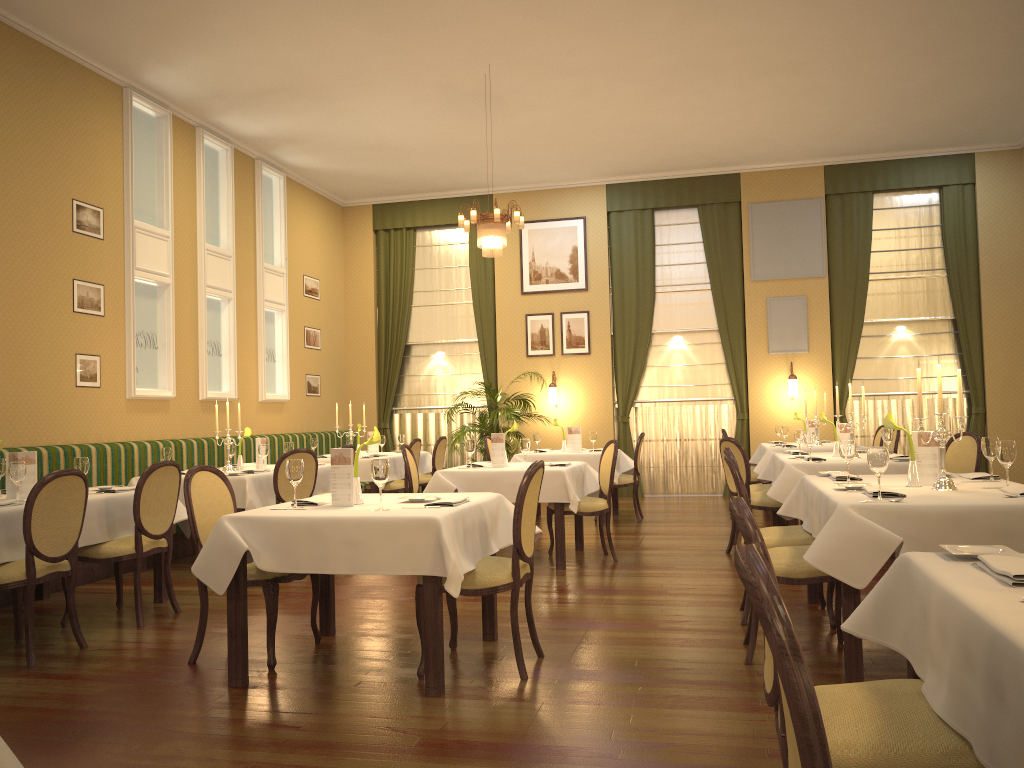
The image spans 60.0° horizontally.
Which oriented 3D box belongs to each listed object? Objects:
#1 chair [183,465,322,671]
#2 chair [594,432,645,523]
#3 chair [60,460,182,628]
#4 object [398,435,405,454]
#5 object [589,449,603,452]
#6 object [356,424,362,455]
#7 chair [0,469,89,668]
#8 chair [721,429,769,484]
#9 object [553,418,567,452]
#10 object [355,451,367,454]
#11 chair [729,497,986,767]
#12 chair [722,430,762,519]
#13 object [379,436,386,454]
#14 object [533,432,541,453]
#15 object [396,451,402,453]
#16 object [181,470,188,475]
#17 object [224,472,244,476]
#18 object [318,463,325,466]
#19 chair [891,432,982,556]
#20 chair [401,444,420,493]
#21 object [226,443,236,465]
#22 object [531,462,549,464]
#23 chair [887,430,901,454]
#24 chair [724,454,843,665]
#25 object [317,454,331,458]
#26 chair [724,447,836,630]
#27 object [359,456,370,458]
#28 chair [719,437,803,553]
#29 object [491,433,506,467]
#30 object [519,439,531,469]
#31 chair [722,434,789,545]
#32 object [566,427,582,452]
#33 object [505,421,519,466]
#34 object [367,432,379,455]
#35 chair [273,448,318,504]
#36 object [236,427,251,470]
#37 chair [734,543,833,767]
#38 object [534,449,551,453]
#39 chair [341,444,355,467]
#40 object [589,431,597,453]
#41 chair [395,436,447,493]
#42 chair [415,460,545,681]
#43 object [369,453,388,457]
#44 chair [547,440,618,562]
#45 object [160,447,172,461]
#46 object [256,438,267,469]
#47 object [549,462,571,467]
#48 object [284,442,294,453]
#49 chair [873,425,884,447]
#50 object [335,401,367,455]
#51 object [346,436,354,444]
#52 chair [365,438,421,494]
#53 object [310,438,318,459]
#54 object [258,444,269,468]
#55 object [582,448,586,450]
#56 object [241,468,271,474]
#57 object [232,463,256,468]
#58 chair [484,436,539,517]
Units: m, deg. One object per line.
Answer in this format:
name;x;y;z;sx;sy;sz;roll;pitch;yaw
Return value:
chair;-1.321;0.885;4.478;0.571;0.955;0.530;-2;-2;13
chair;1.183;1.015;9.732;0.571;0.955;0.530;-2;-2;13
chair;-2.331;0.946;5.374;0.571;0.955;0.530;-2;-2;13
object;-1.314;0.719;10.579;0.088;0.229;0.088;0;-2;-29
object;0.940;0.736;9.860;0.142;0.024;0.273;-2;-2;13
object;-1.808;0.655;10.483;0.076;0.375;0.163;-2;-2;0
chair;-2.523;0.920;4.560;0.571;0.955;0.530;-2;-2;13
chair;2.783;0.999;10.471;0.571;0.955;0.530;-2;-2;13
object;0.542;0.571;9.913;0.163;0.375;0.076;-3;-3;35
object;-1.913;0.851;10.997;0.142;0.033;0.273;-2;-2;13
chair;0.804;0.735;2.021;0.571;0.955;0.530;-2;-2;13
chair;2.607;0.976;9.719;0.571;0.955;0.530;-2;-2;13
object;-1.488;0.707;10.135;0.088;0.229;0.088;0;-2;-29
object;0.281;0.646;9.780;0.088;0.229;0.088;0;-2;-29
object;-1.400;0.840;10.999;0.160;0.024;0.160;-2;-2;13
object;-2.713;0.738;7.418;0.142;0.033;0.273;-2;-2;13
object;-2.200;0.712;7.004;0.160;0.024;0.160;-2;-2;13
object;-1.855;0.750;8.226;0.142;0.024;0.273;-2;-2;13
chair;3.218;0.846;6.691;0.571;0.955;0.530;-1;-2;-7
chair;-0.629;0.978;7.447;0.571;0.955;0.530;-2;-2;3
object;-2.589;0.663;8.177;0.088;0.229;0.088;0;-3;-35
object;0.228;0.657;7.295;0.160;0.024;0.160;-2;-2;13
chair;3.788;0.929;9.320;0.571;0.955;0.530;-2;-2;13
chair;1.316;0.804;4.207;0.571;0.955;0.530;-2;-2;13
object;-2.098;0.820;10.045;0.142;0.033;0.273;-2;-2;13
chair;1.492;0.827;4.959;0.571;0.955;0.530;-2;-2;13
object;-1.585;0.794;9.631;0.160;0.024;0.160;-2;-2;13
chair;1.993;0.896;7.140;0.571;0.955;0.530;-1;-2;-12
object;-0.132;0.538;7.192;0.081;0.277;0.166;0;-2;-30
object;0.104;0.544;6.930;0.088;0.229;0.088;0;-3;-35
chair;2.174;0.918;7.870;0.571;0.955;0.530;-2;-2;13
object;0.671;0.611;9.732;0.166;0.277;0.081;-2;-2;20
object;-0.024;0.487;7.281;0.163;0.375;0.076;-1;-2;-10
object;-1.674;0.704;10.525;0.166;0.277;0.081;-3;-2;30
chair;-1.894;1.003;7.218;0.571;0.955;0.530;-3;-3;38
object;-2.367;0.570;7.807;0.163;0.375;0.076;-3;-3;35
chair;0.628;0.712;1.269;0.571;0.955;0.530;-2;-2;13
object;0.342;0.752;9.973;0.142;0.033;0.273;-2;-2;13
chair;-1.713;1.028;8.012;0.571;0.955;0.530;-2;-2;13
object;0.870;0.620;9.509;0.088;0.229;0.088;0;-2;-29
chair;-1.068;1.109;10.631;0.571;0.955;0.530;-2;-2;13
chair;-0.124;0.840;4.147;0.571;0.955;0.530;-2;-2;13
object;-1.507;0.801;9.942;0.142;0.033;0.273;-2;-2;13
chair;0.577;0.933;7.136;0.571;0.955;0.530;-1;-2;-7
object;-2.817;0.633;7.223;0.088;0.229;0.088;0;-2;-29
object;-2.254;0.625;7.995;0.081;0.277;0.166;-1;-2;-25
object;0.388;0.649;7.149;0.142;0.024;0.273;-2;-2;13
object;-2.004;0.639;7.974;0.088;0.229;0.088;0;-2;-29
chair;3.980;0.955;10.140;0.571;0.955;0.530;-2;-2;13
object;-1.846;0.508;10.158;0.390;0.655;0.131;-2;-2;19
object;-1.974;0.745;10.804;0.088;0.229;0.088;0;-2;-29
chair;-1.292;1.084;9.819;0.571;0.955;0.530;-2;-2;13
object;-2.202;0.715;9.851;0.088;0.229;0.088;0;-2;-29
object;-2.103;0.625;7.508;0.088;0.229;0.088;0;-2;-29
object;0.769;0.749;10.135;0.160;0.024;0.160;-2;-2;13
object;-2.122;0.719;7.315;0.142;0.033;0.273;-2;-2;13
object;-2.528;0.769;8.370;0.142;0.033;0.273;-2;-2;13
chair;-0.014;1.059;10.064;0.571;0.955;0.530;-2;-2;13
